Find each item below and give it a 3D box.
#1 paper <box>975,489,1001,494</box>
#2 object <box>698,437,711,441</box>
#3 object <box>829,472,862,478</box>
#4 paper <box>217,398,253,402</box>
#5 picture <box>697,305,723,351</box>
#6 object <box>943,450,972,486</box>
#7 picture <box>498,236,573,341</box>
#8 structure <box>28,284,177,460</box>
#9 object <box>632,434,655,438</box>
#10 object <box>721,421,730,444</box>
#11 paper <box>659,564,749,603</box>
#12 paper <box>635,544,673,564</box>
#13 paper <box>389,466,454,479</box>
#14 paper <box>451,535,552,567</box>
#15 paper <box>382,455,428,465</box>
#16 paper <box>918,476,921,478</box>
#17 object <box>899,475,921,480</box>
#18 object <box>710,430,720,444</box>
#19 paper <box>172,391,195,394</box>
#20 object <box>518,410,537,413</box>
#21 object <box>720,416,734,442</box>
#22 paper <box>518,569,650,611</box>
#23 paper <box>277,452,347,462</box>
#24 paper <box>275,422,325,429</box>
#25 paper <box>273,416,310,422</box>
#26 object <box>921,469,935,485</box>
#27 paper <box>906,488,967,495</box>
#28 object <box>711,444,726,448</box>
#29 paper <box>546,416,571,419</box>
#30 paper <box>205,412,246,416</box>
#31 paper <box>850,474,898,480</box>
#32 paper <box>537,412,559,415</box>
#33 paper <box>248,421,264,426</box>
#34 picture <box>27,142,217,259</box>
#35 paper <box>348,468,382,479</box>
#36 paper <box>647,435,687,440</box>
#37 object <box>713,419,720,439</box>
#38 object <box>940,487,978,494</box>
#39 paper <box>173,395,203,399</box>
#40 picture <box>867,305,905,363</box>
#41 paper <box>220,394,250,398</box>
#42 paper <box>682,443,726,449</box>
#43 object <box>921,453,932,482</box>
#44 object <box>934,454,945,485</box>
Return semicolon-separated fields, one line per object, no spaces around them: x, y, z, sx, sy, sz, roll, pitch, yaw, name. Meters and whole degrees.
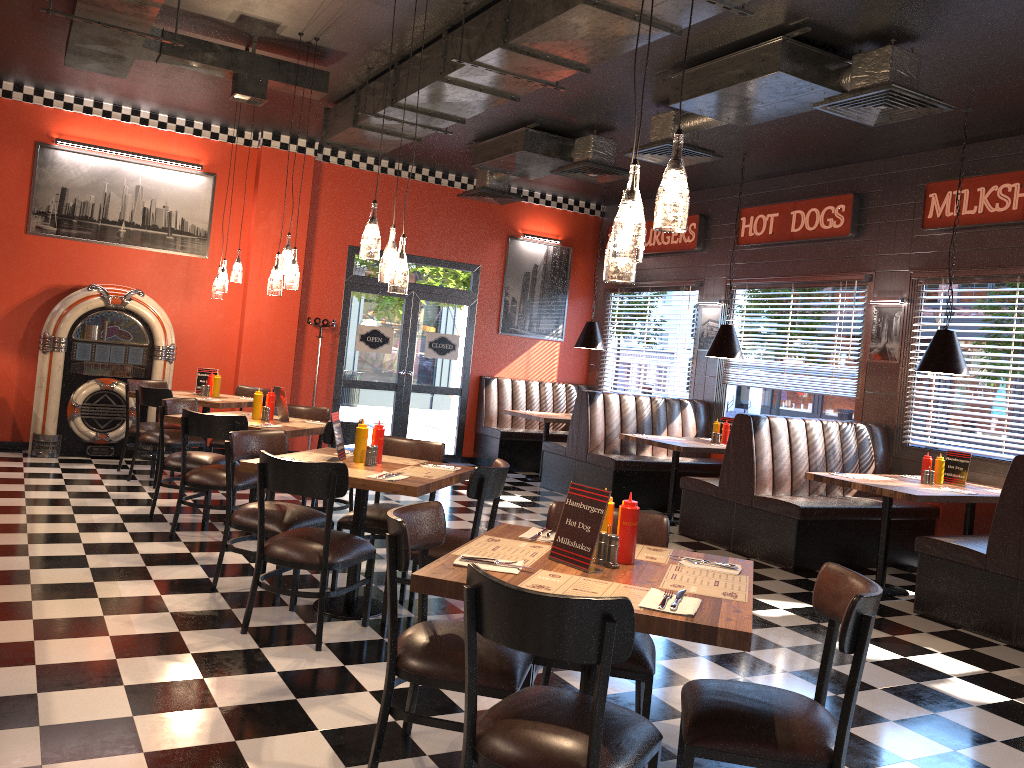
3.723;0.821;6.687;0.364;0.001;0.261;5;2;-28;paper
2.057;0.572;9.168;0.157;0.019;0.255;5;2;-30;object
2.556;0.695;6.741;0.157;0.019;0.255;5;2;-29;object
-2.583;0.150;8.271;0.261;0.001;0.365;6;2;14;paper
2.301;-0.647;10.313;0.012;0.537;0.351;6;0;-30;picture
3.493;0.661;6.967;0.072;0.257;0.188;6;0;-40;object
0.329;-1.267;11.914;1.021;1.302;0.016;6;-1;-29;picture
-4.169;-0.140;9.114;1.292;1.769;0.501;6;-1;-29;structure
1.313;0.512;8.752;0.157;0.019;0.255;5;2;-24;object
2.147;0.479;8.894;0.068;0.238;0.067;5;-1;44;object
0.620;0.631;2.826;0.261;0.001;0.365;6;2;16;paper
0.390;0.597;3.210;0.366;0.001;0.261;6;2;15;paper
-0.475;0.467;4.684;0.261;0.001;0.365;6;2;13;paper
-0.024;0.563;3.001;0.261;0.001;0.365;6;2;15;paper
-0.695;0.433;5.094;0.366;0.001;0.261;6;2;14;paper
3.457;0.777;7.277;0.364;0.001;0.261;5;2;-28;paper
3.270;0.754;7.134;0.157;0.019;0.255;5;2;-34;object
2.027;0.522;8.816;0.094;0.136;0.046;6;0;30;object
-3.200;0.084;8.435;0.261;0.001;0.365;6;2;17;paper
0.203;0.337;10.878;0.157;0.019;0.255;5;2;-29;object
2.207;0.470;9.058;0.188;0.257;0.072;6;-1;30;object
0.222;0.599;2.592;0.366;0.001;0.261;6;2;18;paper
-1.095;0.401;4.837;0.261;0.001;0.365;6;2;16;paper
-1.546;0.305;6.547;0.261;0.001;0.365;6;2;15;paper
-1.782;0.270;6.927;0.366;0.001;0.261;6;2;14;paper
3.181;0.698;6.765;0.093;0.136;0.046;6;-1;-4;object
3.010;0.762;6.295;0.364;0.001;0.261;5;2;-32;paper
2.007;0.589;8.464;0.157;0.019;0.255;5;2;-34;object
0.595;0.399;10.391;0.364;0.001;0.261;5;2;-32;paper
-2.193;0.236;6.710;0.261;0.001;0.365;6;2;14;paper
2.794;0.723;6.896;0.364;0.001;0.261;5;2;-29;paper
0.376;0.360;10.990;0.364;0.001;0.261;5;2;-29;paper
-1.940;0.273;6.305;0.366;0.001;0.261;6;2;17;paper
-4.091;-1.919;9.392;1.766;0.940;0.023;5;0;-29;picture
-0.851;0.437;4.443;0.366;0.001;0.261;6;2;14;paper
1.553;0.539;8.912;0.365;0.001;0.261;5;2;-28;paper
2.056;0.469;8.913;0.068;0.238;0.067;5;-1;44;object
3.222;0.771;6.429;0.157;0.019;0.255;5;2;-31;object
-2.963;0.119;8.038;0.366;0.001;0.261;6;2;15;paper
3.472;-0.468;8.232;0.012;0.537;0.351;6;0;-30;picture
-2.795;0.116;8.685;0.366;0.001;0.261;6;2;15;paper
1.817;0.583;8.322;0.364;0.001;0.261;5;2;-28;paper
3.208;0.646;6.854;0.068;0.238;0.068;6;-1;-6;object
3.301;0.655;6.843;0.068;0.238;0.068;6;-1;-6;object
